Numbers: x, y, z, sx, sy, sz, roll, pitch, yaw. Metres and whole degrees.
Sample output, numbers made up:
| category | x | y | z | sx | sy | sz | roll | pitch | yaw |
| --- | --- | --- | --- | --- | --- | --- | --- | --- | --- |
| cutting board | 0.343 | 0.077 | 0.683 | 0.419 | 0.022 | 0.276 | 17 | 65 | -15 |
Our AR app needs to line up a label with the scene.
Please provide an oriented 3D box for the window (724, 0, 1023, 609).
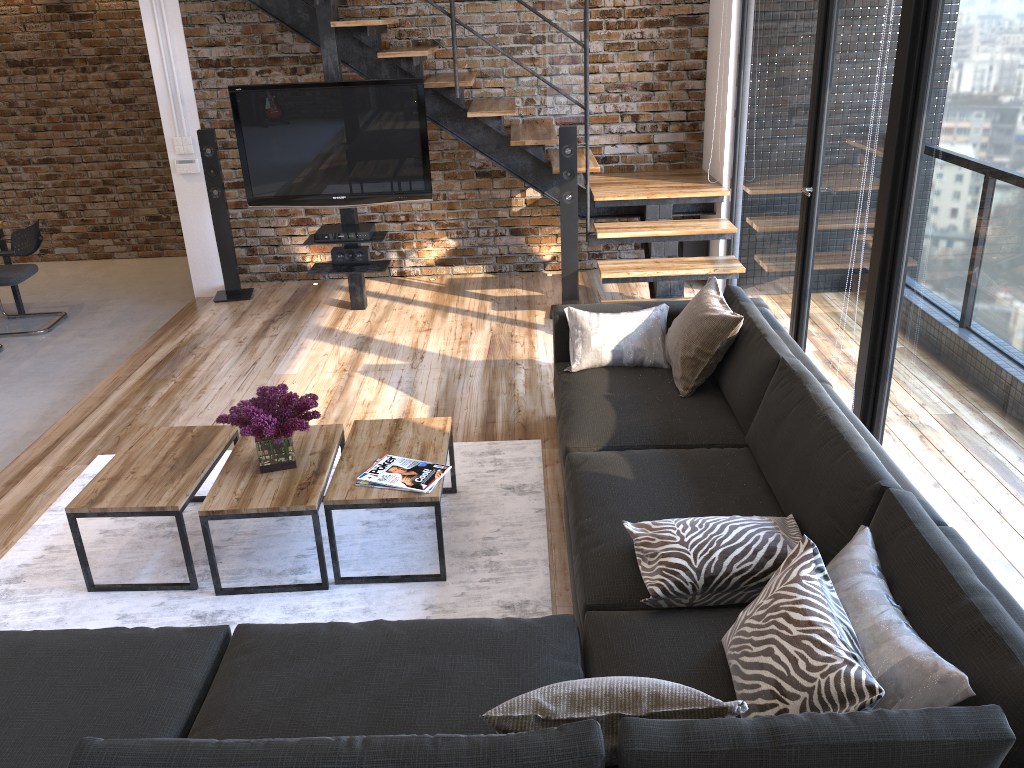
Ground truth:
| category | x | y | z | sx | sy | sz | roll | pitch | yaw |
| --- | --- | --- | --- | --- | --- | --- | --- | --- | --- |
| window | -0.367 | -2.039 | 3.022 | 5.663 | 5.598 | 13.323 | -2 | 23 | 1 |

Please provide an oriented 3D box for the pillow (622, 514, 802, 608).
| category | x | y | z | sx | sy | sz | roll | pitch | yaw |
| --- | --- | --- | --- | --- | --- | --- | --- | --- | --- |
| pillow | 0.602 | 0.487 | 2.518 | 0.531 | 0.178 | 0.354 | -3 | 23 | -1 |

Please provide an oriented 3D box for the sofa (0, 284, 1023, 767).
| category | x | y | z | sx | sy | sz | roll | pitch | yaw |
| --- | --- | --- | --- | --- | --- | --- | --- | --- | --- |
| sofa | -0.301 | 0.433 | 2.932 | 2.999 | 0.704 | 3.027 | -2 | 23 | 1 |

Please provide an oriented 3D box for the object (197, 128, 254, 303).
| category | x | y | z | sx | sy | sz | roll | pitch | yaw |
| --- | --- | --- | --- | --- | --- | --- | --- | --- | --- |
| object | -2.093 | -1.206 | 6.367 | 0.271 | 1.213 | 0.269 | -6 | 24 | -8 |

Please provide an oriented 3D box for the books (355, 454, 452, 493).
| category | x | y | z | sx | sy | sz | roll | pitch | yaw |
| --- | --- | --- | --- | --- | --- | --- | --- | --- | --- |
| books | -0.390 | 0.324 | 3.177 | 0.295 | 0.013 | 0.227 | 6 | 24 | 20 |

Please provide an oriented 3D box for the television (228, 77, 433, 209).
| category | x | y | z | sx | sy | sz | roll | pitch | yaw |
| --- | --- | --- | --- | --- | --- | --- | --- | --- | --- |
| television | -1.128 | -1.514 | 5.640 | 1.207 | 0.788 | 0.135 | -2 | 23 | 1 |

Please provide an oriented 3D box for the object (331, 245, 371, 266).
| category | x | y | z | sx | sy | sz | roll | pitch | yaw |
| --- | --- | --- | --- | --- | --- | --- | --- | --- | --- |
| object | -1.082 | -0.860 | 5.952 | 0.247 | 0.112 | 0.088 | -2 | 23 | 1 |

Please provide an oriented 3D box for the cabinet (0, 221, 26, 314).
| category | x | y | z | sx | sy | sz | roll | pitch | yaw |
| --- | --- | --- | --- | --- | --- | --- | --- | --- | --- |
| cabinet | -5.169 | -0.690 | 3.825 | 2.473 | 2.888 | 9.064 | -2 | 23 | 1 |

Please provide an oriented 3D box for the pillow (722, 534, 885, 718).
| category | x | y | z | sx | sy | sz | roll | pitch | yaw |
| --- | --- | --- | --- | --- | --- | --- | --- | --- | --- |
| pillow | 0.622 | 0.606 | 1.957 | 0.250 | 0.316 | 0.529 | -1 | 23 | 5 |

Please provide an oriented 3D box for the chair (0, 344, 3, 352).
| category | x | y | z | sx | sy | sz | roll | pitch | yaw |
| --- | --- | --- | --- | --- | --- | --- | --- | --- | --- |
| chair | -3.898 | -0.515 | 5.995 | 0.540 | 0.773 | 0.516 | -2 | 23 | 1 |

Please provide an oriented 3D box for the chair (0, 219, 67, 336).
| category | x | y | z | sx | sy | sz | roll | pitch | yaw |
| --- | --- | --- | --- | --- | --- | --- | --- | --- | --- |
| chair | -3.759 | -0.794 | 6.643 | 0.540 | 0.773 | 0.517 | -4 | 23 | -4 |

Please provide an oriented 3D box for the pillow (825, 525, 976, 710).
| category | x | y | z | sx | sy | sz | roll | pitch | yaw |
| --- | --- | --- | --- | --- | --- | --- | --- | --- | --- |
| pillow | 0.779 | 0.596 | 2.022 | 0.234 | 0.295 | 0.608 | -2 | 23 | 2 |

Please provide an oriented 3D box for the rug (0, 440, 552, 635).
| category | x | y | z | sx | sy | sz | roll | pitch | yaw |
| --- | --- | --- | --- | --- | --- | --- | --- | --- | --- |
| rug | -0.919 | 0.617 | 3.460 | 2.113 | 0.003 | 1.627 | -2 | 23 | 1 |

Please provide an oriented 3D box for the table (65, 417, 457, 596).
| category | x | y | z | sx | sy | sz | roll | pitch | yaw |
| --- | --- | --- | --- | --- | --- | --- | --- | --- | --- |
| table | -0.889 | 0.452 | 3.394 | 1.298 | 0.352 | 0.693 | -2 | 23 | 1 |

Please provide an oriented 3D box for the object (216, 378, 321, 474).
| category | x | y | z | sx | sy | sz | roll | pitch | yaw |
| --- | --- | --- | --- | --- | --- | --- | --- | --- | --- |
| object | -0.882 | 0.140 | 3.239 | 0.375 | 0.345 | 0.340 | -2 | 23 | 2 |

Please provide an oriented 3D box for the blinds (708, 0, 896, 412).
| category | x | y | z | sx | sy | sz | roll | pitch | yaw |
| --- | --- | --- | --- | --- | --- | --- | --- | --- | --- |
| blinds | 1.343 | -0.673 | 3.373 | 0.095 | 2.055 | 5.339 | -2 | 23 | 1 |

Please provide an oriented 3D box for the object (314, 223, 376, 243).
| category | x | y | z | sx | sy | sz | roll | pitch | yaw |
| --- | --- | --- | --- | --- | --- | --- | --- | --- | --- |
| object | -1.095 | -0.988 | 5.811 | 0.360 | 0.058 | 0.273 | -2 | 23 | 1 |

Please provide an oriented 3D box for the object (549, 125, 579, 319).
| category | x | y | z | sx | sy | sz | roll | pitch | yaw |
| --- | --- | --- | --- | --- | --- | --- | --- | --- | --- |
| object | 0.368 | -1.028 | 5.688 | 0.271 | 1.213 | 0.269 | 0 | 23 | 6 |

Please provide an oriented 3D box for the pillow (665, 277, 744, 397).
| category | x | y | z | sx | sy | sz | roll | pitch | yaw |
| --- | --- | --- | --- | --- | --- | --- | --- | --- | --- |
| pillow | 0.814 | -0.217 | 3.848 | 0.265 | 0.384 | 0.606 | -2 | 23 | 1 |

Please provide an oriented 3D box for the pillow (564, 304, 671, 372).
| category | x | y | z | sx | sy | sz | roll | pitch | yaw |
| --- | --- | --- | --- | --- | --- | --- | --- | --- | --- |
| pillow | 0.480 | -0.202 | 4.019 | 0.498 | 0.267 | 0.211 | -2 | 23 | 2 |

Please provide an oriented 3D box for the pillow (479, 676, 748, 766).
| category | x | y | z | sx | sy | sz | roll | pitch | yaw |
| --- | --- | --- | --- | --- | --- | --- | --- | --- | --- |
| pillow | 0.217 | 0.705 | 1.841 | 0.547 | 0.311 | 0.271 | -2 | 23 | 1 |
